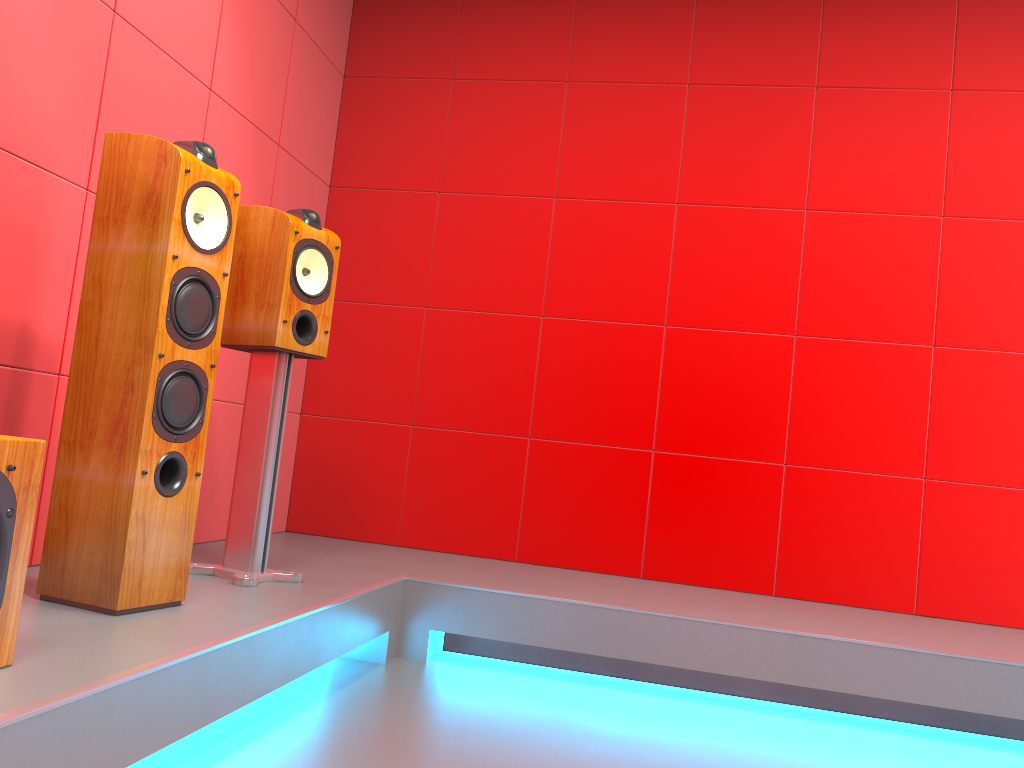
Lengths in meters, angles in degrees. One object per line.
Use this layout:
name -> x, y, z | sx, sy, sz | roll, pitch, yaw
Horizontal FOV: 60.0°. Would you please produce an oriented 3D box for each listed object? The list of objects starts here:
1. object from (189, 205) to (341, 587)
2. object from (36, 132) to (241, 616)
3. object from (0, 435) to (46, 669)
object -> -0.699, 0.019, 2.539 | 0.265, 1.058, 0.231 | 3, -6, 31
object -> -0.827, -0.037, 2.007 | 0.238, 1.052, 0.203 | 4, -5, 22
object -> -0.974, 0.236, 1.285 | 0.360, 0.360, 0.360 | 5, -5, 12
